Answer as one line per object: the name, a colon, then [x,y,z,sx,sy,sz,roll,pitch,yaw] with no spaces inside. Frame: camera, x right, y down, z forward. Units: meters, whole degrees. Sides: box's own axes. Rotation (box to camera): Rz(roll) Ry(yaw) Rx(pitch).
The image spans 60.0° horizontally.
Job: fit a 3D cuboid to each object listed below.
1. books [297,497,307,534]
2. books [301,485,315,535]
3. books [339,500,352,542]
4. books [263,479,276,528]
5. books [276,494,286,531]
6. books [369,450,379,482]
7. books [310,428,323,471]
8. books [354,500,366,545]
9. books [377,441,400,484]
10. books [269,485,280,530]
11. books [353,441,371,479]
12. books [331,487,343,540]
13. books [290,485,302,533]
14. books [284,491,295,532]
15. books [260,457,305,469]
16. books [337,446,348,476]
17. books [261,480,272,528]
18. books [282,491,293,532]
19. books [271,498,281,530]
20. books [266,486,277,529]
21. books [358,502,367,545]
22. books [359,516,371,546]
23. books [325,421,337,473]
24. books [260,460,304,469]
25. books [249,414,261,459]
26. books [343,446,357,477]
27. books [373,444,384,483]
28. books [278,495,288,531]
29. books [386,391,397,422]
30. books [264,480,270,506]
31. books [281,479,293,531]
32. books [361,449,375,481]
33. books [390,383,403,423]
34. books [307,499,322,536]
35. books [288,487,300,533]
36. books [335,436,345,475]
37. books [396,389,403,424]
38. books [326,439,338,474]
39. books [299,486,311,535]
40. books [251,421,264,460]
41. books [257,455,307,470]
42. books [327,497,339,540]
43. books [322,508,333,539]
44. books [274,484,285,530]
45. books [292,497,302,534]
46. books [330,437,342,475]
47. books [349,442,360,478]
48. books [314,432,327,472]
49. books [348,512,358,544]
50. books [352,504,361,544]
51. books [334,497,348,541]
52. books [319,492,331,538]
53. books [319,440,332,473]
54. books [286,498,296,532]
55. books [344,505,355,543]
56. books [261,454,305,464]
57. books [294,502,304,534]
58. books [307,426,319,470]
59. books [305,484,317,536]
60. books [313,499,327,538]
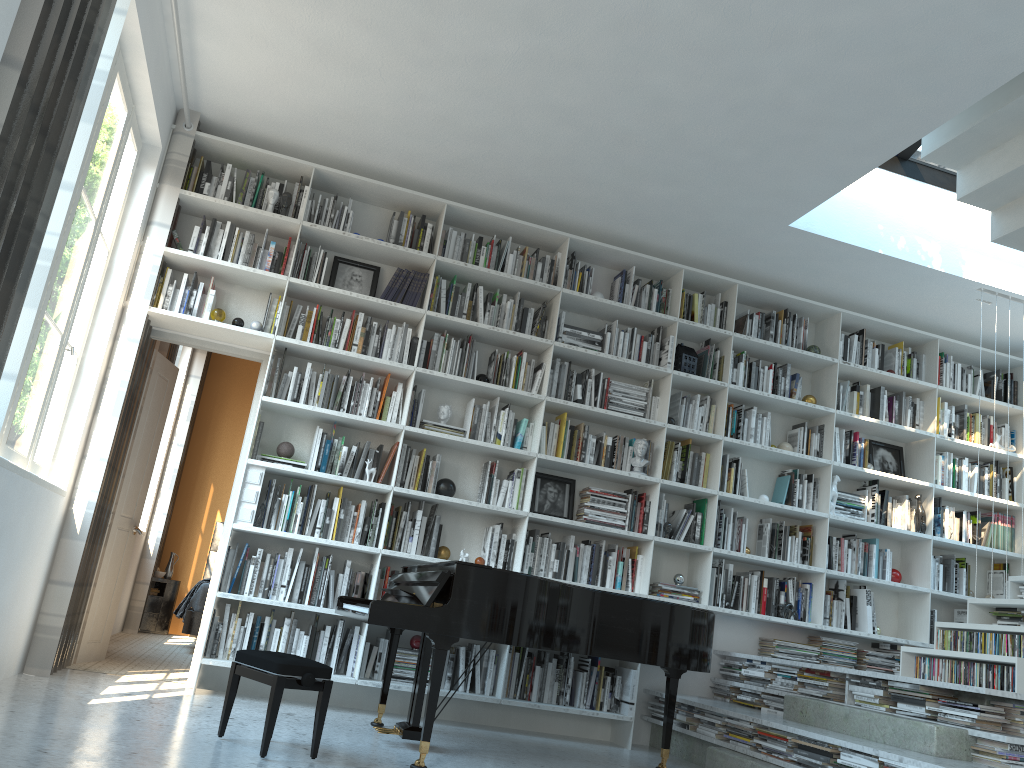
books: [-1.240,0.782,5.214,0.016,0.230,0.136,13,-15,-14]
books: [-1.200,0.748,5.197,0.019,0.299,0.180,13,-15,-14]
books: [-0.995,0.822,5.252,0.028,0.248,0.159,13,-15,-14]
books: [-1.414,0.707,5.160,0.014,0.293,0.172,13,-15,-14]
books: [-1.353,0.758,5.167,0.015,0.217,0.177,13,-15,-14]
books: [-0.848,0.515,5.371,0.027,0.209,0.144,13,-15,-14]
books: [-1.174,0.409,5.292,0.024,0.272,0.150,13,-15,-14]
books: [-0.914,0.831,5.270,0.021,0.265,0.186,13,-15,-14]
books: [-0.761,0.492,5.363,0.082,0.275,0.229,13,-15,-14]
books: [-1.382,0.726,5.154,0.007,0.263,0.177,13,-15,-14]
books: [-0.914,0.477,5.356,0.060,0.254,0.159,13,-15,-14]
books: [-1.041,0.776,5.251,0.021,0.322,0.172,13,-15,-14]
books: [-1.267,0.739,5.176,0.007,0.285,0.182,13,-15,-14]
books: [-1.301,0.752,5.164,0.009,0.244,0.185,13,-15,-14]
books: [-1.356,0.474,5.229,0.254,0.012,0.161,14,-16,-17]
books: [-1.022,0.480,5.303,0.029,0.189,0.189,13,-15,-14]
books: [-1.431,0.708,5.163,0.016,0.289,0.153,13,-15,-14]
books: [-1.316,0.753,5.174,0.014,0.242,0.171,13,-15,-14]
books: [-1.370,0.761,5.133,0.019,0.189,0.193,13,-15,-14]
books: [-1.402,0.730,5.168,0.022,0.256,0.142,13,-15,-14]
books: [-0.904,0.841,5.291,0.013,0.259,0.143,13,-15,-14]
books: [-0.884,0.884,5.288,0.041,0.181,0.142,13,-15,-14]
books: [-1.099,0.399,5.330,0.011,0.335,0.153,13,-15,-14]
books: [-1.359,0.487,5.230,0.254,0.012,0.161,13,-15,-13]
books: [-1.515,0.329,5.219,0.012,0.284,0.160,13,-15,-14]
books: [-0.989,0.484,5.347,0.056,0.213,0.143,13,-15,-14]
books: [-0.823,0.501,5.385,0.021,0.250,0.154,13,-15,-14]
books: [-1.335,0.760,5.159,0.015,0.216,0.180,13,-15,-14]
books: [-0.758,0.167,5.478,0.031,0.223,0.145,13,-15,-14]
books: [-1.443,0.707,5.161,0.008,0.284,0.160,13,-15,-14]
books: [-1.320,0.717,5.182,0.006,0.314,0.146,13,-15,-14]
books: [-0.873,0.508,5.354,0.030,0.207,0.172,13,-15,-14]
books: [-0.727,0.145,5.497,0.027,0.285,0.148,13,-15,-14]
books: [-1.173,0.797,5.227,0.045,0.229,0.138,13,-15,-14]
books: [-1.281,0.746,5.195,0.009,0.277,0.158,13,-15,-14]
books: [-1.040,0.449,5.317,0.011,0.249,0.172,13,-15,-14]
books: [-0.699,0.165,5.502,0.036,0.257,0.123,13,-15,-14]
books: [-1.089,0.454,5.328,0.031,0.231,0.148,13,-15,-14]
books: [-1.224,0.753,5.227,0.009,0.298,0.141,13,-15,-14]
books: [-1.497,0.351,5.209,0.028,0.242,0.157,13,-15,-14]
books: [-1.354,0.462,5.229,0.285,0.012,0.160,12,-15,-10]
books: [-1.066,0.805,5.240,0.026,0.253,0.177,13,-15,-14]
books: [-1.095,0.831,5.215,0.029,0.181,0.190,13,-15,-14]
books: [-1.357,0.725,5.166,0.008,0.279,0.164,13,-15,-14]
books: [-1.263,0.775,5.177,0.015,0.218,0.190,13,-15,-14]
books: [-1.061,0.450,5.330,0.022,0.248,0.129,13,-15,-14]
books: [-0.954,0.478,5.359,0.013,0.241,0.141,13,-15,-14]
books: [-1.151,0.425,5.304,0.031,0.254,0.143,13,-15,-14]
books: [-0.956,0.862,5.274,0.023,0.193,0.140,13,-15,-14]
books: [-0.935,0.840,5.280,0.010,0.245,0.160,13,-15,-14]
books: [-1.019,0.809,5.242,0.028,0.260,0.181,13,-15,-14]
books: [-1.110,0.781,5.230,0.014,0.281,0.150,13,-15,-14]
books: [-1.118,0.448,5.278,0.029,0.207,0.190,13,-15,-14]
books: [-1.301,0.777,5.192,0.016,0.210,0.146,13,-15,-14]
books: [-0.976,0.840,5.270,0.025,0.228,0.153,13,-15,-14]
books: [-1.354,0.452,5.239,0.254,0.012,0.161,13,-15,-13]
books: [-1.249,0.792,5.173,0.016,0.188,0.184,13,-15,-14]
books: [-1.190,0.400,5.290,0.012,0.284,0.160,13,-15,-14]
books: [-1.188,0.751,5.213,0.012,0.305,0.190,13,-15,-14]
books: [-1.134,0.801,5.220,0.027,0.229,0.159,13,-15,-14]
